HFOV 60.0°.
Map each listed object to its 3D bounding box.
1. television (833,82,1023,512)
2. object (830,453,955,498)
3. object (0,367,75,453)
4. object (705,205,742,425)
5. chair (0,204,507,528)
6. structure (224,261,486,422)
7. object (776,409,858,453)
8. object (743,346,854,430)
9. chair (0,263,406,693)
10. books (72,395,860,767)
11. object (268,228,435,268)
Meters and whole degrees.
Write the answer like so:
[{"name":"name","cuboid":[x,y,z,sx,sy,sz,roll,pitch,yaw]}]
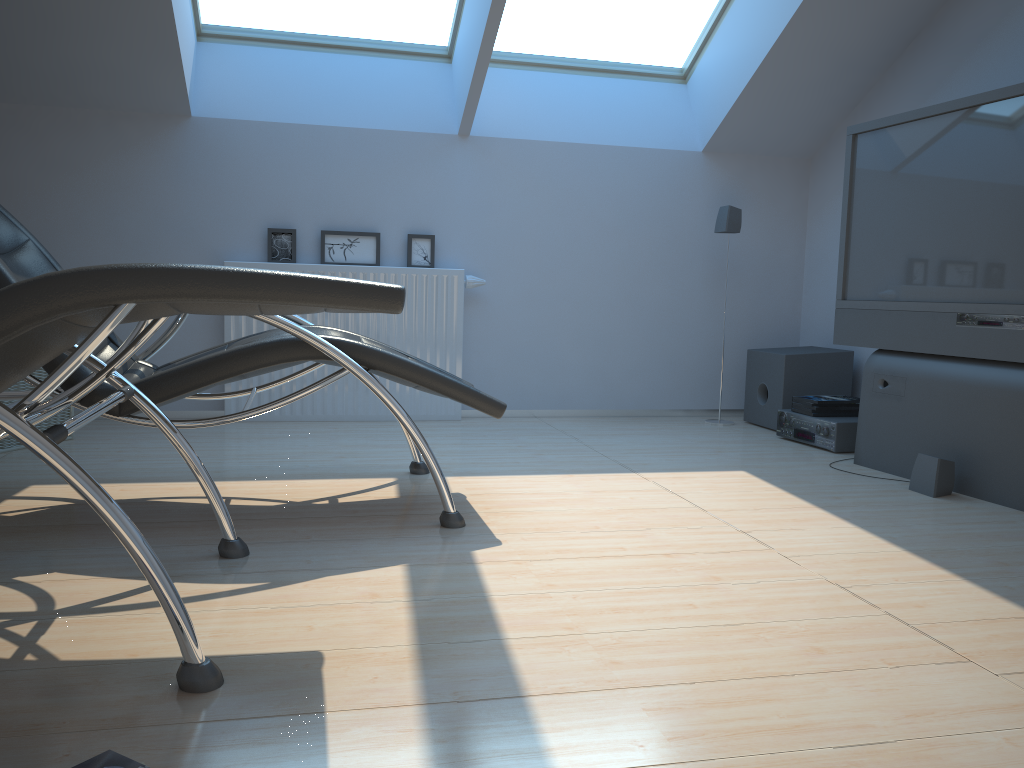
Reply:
[{"name":"television","cuboid":[1.853,-0.315,3.195,0.400,1.446,1.686,0,6,-18]},{"name":"object","cuboid":[1.543,0.277,3.735,0.394,0.141,1.163,3,6,15]},{"name":"object","cuboid":[-2.344,-0.003,3.569,0.744,0.518,0.745,3,6,17]},{"name":"object","cuboid":[1.161,-0.370,4.837,0.158,1.181,0.160,0,6,-13]},{"name":"chair","cuboid":[-1.014,-0.252,2.725,1.938,1.251,0.836,0,6,-13]},{"name":"structure","cuboid":[-0.795,-0.209,4.599,1.324,0.800,0.120,0,6,-13]},{"name":"object","cuboid":[1.552,0.217,4.266,0.358,0.138,0.450,0,6,-18]},{"name":"object","cuboid":[1.538,0.016,4.788,0.401,0.424,0.400,0,6,-13]},{"name":"chair","cuboid":[-1.293,-0.003,1.680,2.114,0.953,0.836,0,6,-13]},{"name":"books","cuboid":[0.256,0.330,2.463,1.045,0.222,4.790,7,8,44]},{"name":"object","cuboid":[-0.821,-0.693,4.568,0.846,0.180,0.030,0,6,-13]}]
